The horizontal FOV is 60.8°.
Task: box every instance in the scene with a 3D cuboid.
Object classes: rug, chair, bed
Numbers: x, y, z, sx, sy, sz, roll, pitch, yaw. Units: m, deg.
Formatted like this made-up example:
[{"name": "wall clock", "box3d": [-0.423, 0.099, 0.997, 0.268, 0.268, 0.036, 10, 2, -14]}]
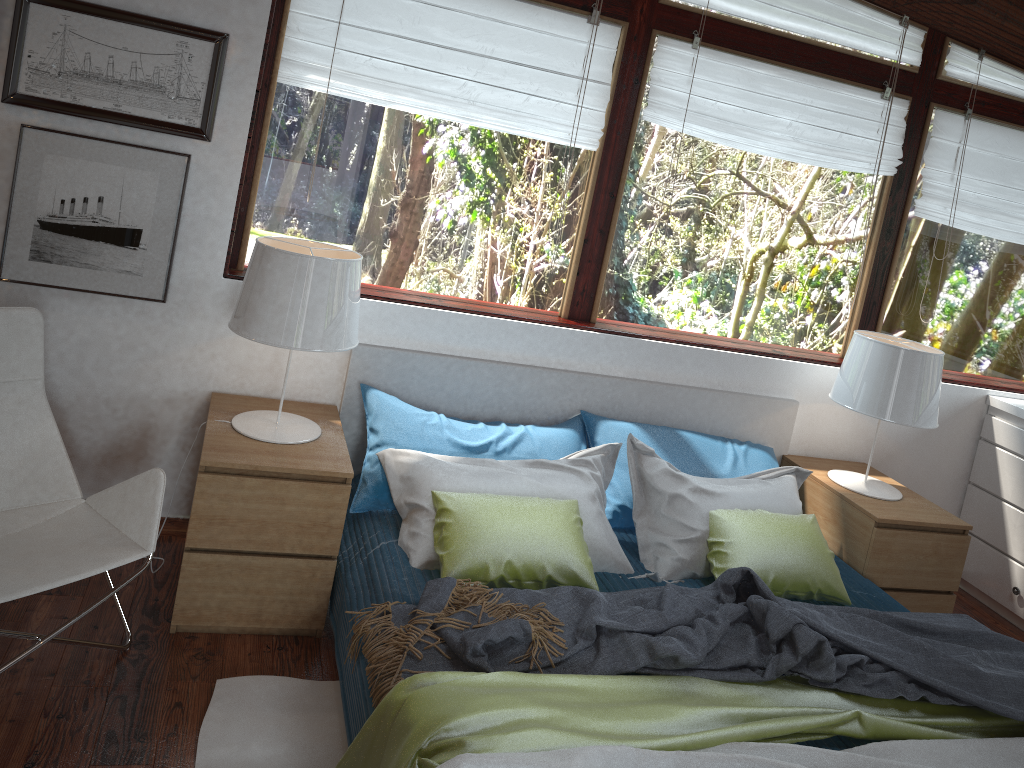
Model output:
[{"name": "rug", "box3d": [0.706, 1.197, 1.819, 2.690, 0.048, 1.865, 7, 15, -18]}, {"name": "chair", "box3d": [-1.357, 0.271, 2.238, 0.818, 0.784, 0.698, 18, 11, 32]}, {"name": "bed", "box3d": [0.630, 0.714, 2.251, 2.122, 0.753, 2.666, 7, 14, -17]}]

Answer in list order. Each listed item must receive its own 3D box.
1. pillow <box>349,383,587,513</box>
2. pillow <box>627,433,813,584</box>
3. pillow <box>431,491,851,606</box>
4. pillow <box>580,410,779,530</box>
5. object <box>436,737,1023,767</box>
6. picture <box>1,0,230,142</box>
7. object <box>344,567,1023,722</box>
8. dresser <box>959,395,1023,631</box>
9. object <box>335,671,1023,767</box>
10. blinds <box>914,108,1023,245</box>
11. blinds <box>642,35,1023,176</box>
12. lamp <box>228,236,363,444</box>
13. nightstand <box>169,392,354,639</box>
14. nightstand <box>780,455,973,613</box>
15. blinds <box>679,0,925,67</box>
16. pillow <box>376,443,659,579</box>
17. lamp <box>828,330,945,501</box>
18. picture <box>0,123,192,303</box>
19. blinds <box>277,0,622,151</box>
[{"name": "pillow", "box3d": [-0.113, 0.247, 3.067, 0.904, 0.323, 0.359, 7, 11, -20]}, {"name": "pillow", "box3d": [0.787, 0.439, 3.013, 0.845, 0.384, 0.372, 6, 11, -23]}, {"name": "pillow", "box3d": [0.428, 0.499, 2.718, 1.367, 0.215, 0.322, 7, 12, -18]}, {"name": "pillow", "box3d": [0.699, 0.352, 3.321, 0.913, 0.312, 0.379, 7, 11, -20]}, {"name": "object", "box3d": [0.688, 0.991, 1.708, 2.136, 0.369, 0.555, 6, 13, -22]}, {"name": "picture", "box3d": [-1.251, -1.007, 2.773, 0.621, 0.357, 0.043, 8, 5, -17]}, {"name": "object", "box3d": [0.630, 0.732, 2.278, 2.114, 0.399, 0.648, 9, 12, -8]}, {"name": "dresser", "box3d": [2.759, 0.972, 2.603, 0.611, 0.859, 3.227, 9, 14, -18]}, {"name": "object", "box3d": [0.609, 0.939, 2.067, 2.087, 0.439, 0.508, 6, 11, -21]}, {"name": "blinds", "box3d": [2.365, -0.891, 3.991, 1.168, 0.499, 0.054, 8, 6, -17]}, {"name": "blinds", "box3d": [1.775, -1.174, 3.777, 2.541, 0.646, 0.055, 7, 6, -17]}, {"name": "lamp", "box3d": [-0.689, -0.145, 2.752, 0.402, 0.578, 0.418, 9, 8, -21]}, {"name": "nightstand", "box3d": [-0.795, 0.405, 2.778, 0.424, 0.531, 0.629, 9, 10, -18]}, {"name": "nightstand", "box3d": [1.359, 0.669, 3.450, 0.424, 0.531, 0.629, 9, 10, -18]}, {"name": "blinds", "box3d": [1.203, -1.566, 3.566, 1.231, 0.272, 0.032, 7, 6, -17]}, {"name": "pillow", "box3d": [0.009, 0.379, 2.788, 0.865, 0.352, 0.489, 6, 12, -22]}, {"name": "lamp", "box3d": [1.448, 0.117, 3.420, 0.402, 0.578, 0.419, 8, 9, -26]}, {"name": "picture", "box3d": [-1.339, -0.540, 2.810, 0.500, 0.497, 0.044, 9, 5, -17]}, {"name": "blinds", "box3d": [-0.189, -1.208, 3.193, 1.225, 0.487, 0.056, 7, 6, -17]}]
